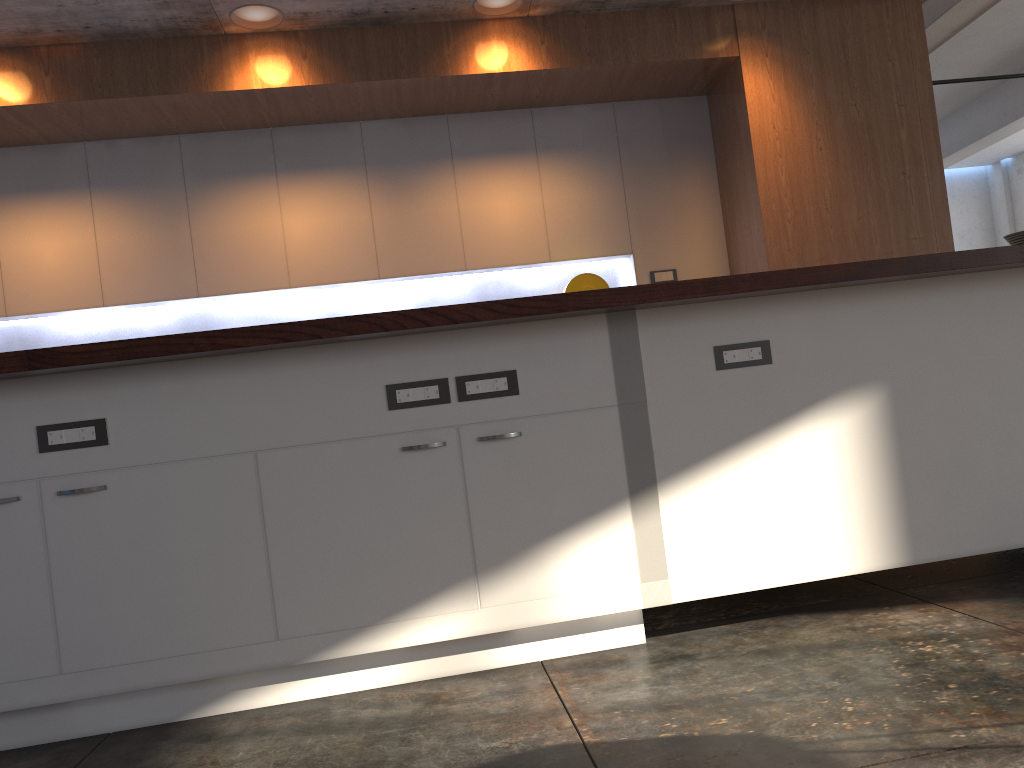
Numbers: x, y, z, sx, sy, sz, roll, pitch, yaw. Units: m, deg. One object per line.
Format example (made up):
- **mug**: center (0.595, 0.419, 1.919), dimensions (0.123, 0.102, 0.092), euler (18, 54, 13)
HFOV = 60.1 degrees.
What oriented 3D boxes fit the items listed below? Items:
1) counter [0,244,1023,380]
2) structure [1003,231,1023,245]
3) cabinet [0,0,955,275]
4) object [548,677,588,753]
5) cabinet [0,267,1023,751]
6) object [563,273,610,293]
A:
- **counter**: center (-0.533, 0.362, 2.717), dimensions (6.692, 0.970, 1.136), euler (-7, -2, -8)
- **structure**: center (7.051, -0.867, 11.771), dimensions (0.680, 2.325, 0.746), euler (-7, -1, -7)
- **cabinet**: center (-1.723, -0.339, 5.424), dimensions (8.151, 2.561, 2.367), euler (-7, -2, -8)
- **object**: center (-3.542, 1.398, 3.206), dimensions (27.350, 0.001, 19.652), euler (-7, -3, -8)
- **cabinet**: center (0.076, 0.318, 2.795), dimensions (5.679, 0.929, 0.917), euler (-7, -2, -8)
- **object**: center (0.429, -0.421, 4.911), dimensions (0.276, 0.381, 0.099), euler (-7, -1, -8)
